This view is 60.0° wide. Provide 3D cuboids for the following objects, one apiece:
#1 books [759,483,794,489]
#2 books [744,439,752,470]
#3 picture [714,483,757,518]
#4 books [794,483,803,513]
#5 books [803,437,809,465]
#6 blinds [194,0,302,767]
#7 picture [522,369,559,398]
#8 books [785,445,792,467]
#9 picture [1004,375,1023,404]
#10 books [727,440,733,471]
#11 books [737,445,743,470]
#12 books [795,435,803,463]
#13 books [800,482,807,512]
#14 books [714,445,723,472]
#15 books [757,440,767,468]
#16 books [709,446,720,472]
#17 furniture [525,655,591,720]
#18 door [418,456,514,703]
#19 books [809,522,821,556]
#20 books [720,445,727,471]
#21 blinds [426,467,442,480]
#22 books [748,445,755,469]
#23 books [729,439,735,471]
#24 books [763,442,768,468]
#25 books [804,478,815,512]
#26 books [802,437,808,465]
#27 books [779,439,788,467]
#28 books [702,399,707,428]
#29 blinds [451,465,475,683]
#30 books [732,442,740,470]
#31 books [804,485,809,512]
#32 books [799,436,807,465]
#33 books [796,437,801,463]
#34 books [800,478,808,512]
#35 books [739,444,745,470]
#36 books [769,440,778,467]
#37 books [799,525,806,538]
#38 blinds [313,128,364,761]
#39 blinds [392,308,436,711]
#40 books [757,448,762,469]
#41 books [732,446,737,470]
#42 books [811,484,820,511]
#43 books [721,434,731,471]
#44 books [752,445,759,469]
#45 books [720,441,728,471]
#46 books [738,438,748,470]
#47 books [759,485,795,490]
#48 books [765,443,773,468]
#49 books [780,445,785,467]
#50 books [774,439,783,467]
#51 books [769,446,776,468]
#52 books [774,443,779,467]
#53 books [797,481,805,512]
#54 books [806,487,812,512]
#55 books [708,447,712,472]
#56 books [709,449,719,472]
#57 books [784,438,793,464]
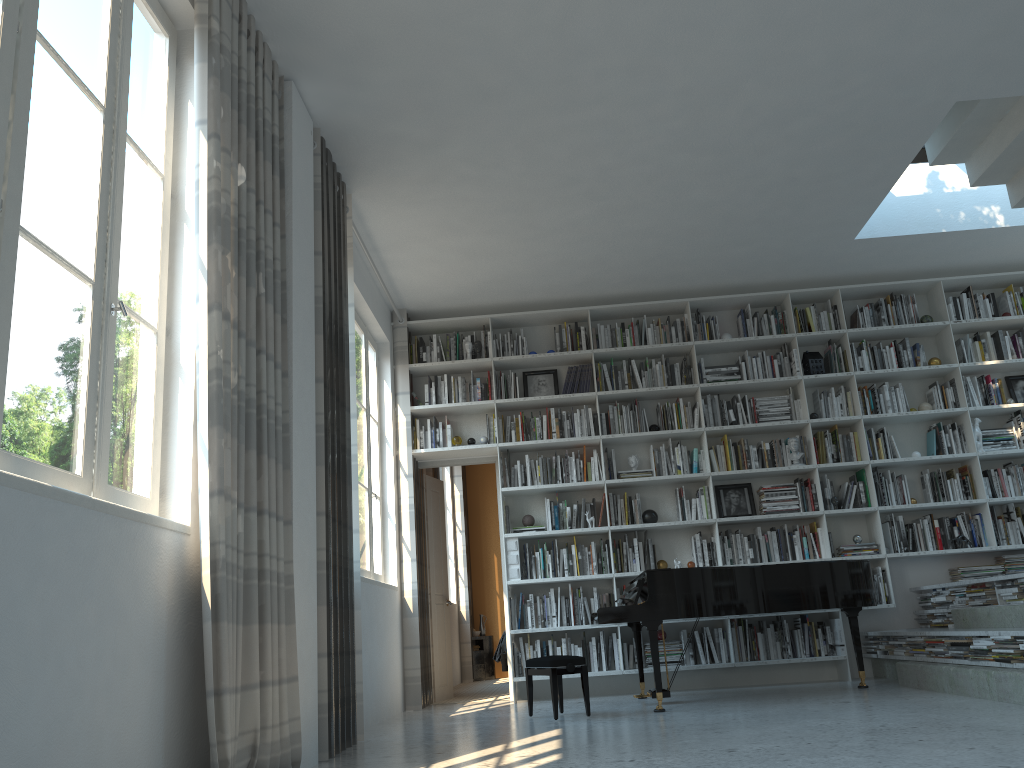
[{"bbox_3d":[2.147,0.833,7.214,0.254,0.012,0.161,-6,-16,6],"label":"books"},{"bbox_3d":[1.917,0.603,7.273,0.028,0.267,0.190,-4,-16,2],"label":"books"},{"bbox_3d":[1.828,0.965,7.253,0.300,0.299,0.078,-5,-15,2],"label":"picture"},{"bbox_3d":[2.310,0.936,7.175,0.012,0.253,0.161,-4,-16,2],"label":"books"},{"bbox_3d":[2.405,0.574,7.286,0.023,0.264,0.107,-4,-15,2],"label":"books"},{"bbox_3d":[-1.052,-0.129,3.500,0.183,3.251,1.029,-4,-15,1],"label":"blinds"},{"bbox_3d":[0.248,0.023,7.597,0.300,0.299,0.078,-5,-15,2],"label":"picture"},{"bbox_3d":[2.254,0.613,7.271,0.035,0.201,0.149,-4,-16,2],"label":"books"},{"bbox_3d":[4.287,0.064,7.359,0.300,0.299,0.078,-5,-15,2],"label":"picture"},{"bbox_3d":[1.773,0.612,7.268,0.015,0.266,0.189,-4,-16,2],"label":"books"},{"bbox_3d":[1.861,0.630,7.283,0.012,0.227,0.170,-4,-16,2],"label":"books"},{"bbox_3d":[2.353,0.571,7.287,0.025,0.278,0.108,-4,-15,2],"label":"books"},{"bbox_3d":[2.346,0.935,7.183,0.013,0.255,0.163,-4,-16,2],"label":"books"},{"bbox_3d":[1.702,0.637,7.305,0.026,0.247,0.139,-4,-15,2],"label":"books"},{"bbox_3d":[2.054,0.601,7.284,0.014,0.258,0.162,-4,-16,2],"label":"books"},{"bbox_3d":[1.668,0.640,7.296,0.042,0.241,0.162,-4,-16,2],"label":"books"},{"bbox_3d":[0.270,1.824,5.362,0.240,0.352,0.468,3,-17,-22],"label":"furniture"},{"bbox_3d":[-0.429,1.705,7.702,0.834,1.974,0.789,-5,-15,2],"label":"door"},{"bbox_3d":[2.425,1.261,7.091,0.011,0.299,0.149,-4,-15,2],"label":"books"},{"bbox_3d":[1.730,0.637,7.297,0.029,0.239,0.156,-4,-16,2],"label":"books"},{"bbox_3d":[-0.769,1.335,8.607,0.140,3.220,0.778,-4,-15,2],"label":"blinds"},{"bbox_3d":[1.956,0.628,7.278,0.024,0.216,0.176,-4,-16,2],"label":"books"},{"bbox_3d":[1.796,0.607,7.284,0.010,0.280,0.171,-4,-16,2],"label":"books"},{"bbox_3d":[2.066,0.611,7.276,0.010,0.233,0.175,-4,-16,2],"label":"books"},{"bbox_3d":[2.400,0.916,7.171,0.011,0.278,0.186,-4,-16,2],"label":"books"},{"bbox_3d":[2.387,0.576,7.279,0.014,0.260,0.137,-4,-15,2],"label":"books"},{"bbox_3d":[2.223,0.589,7.282,0.024,0.258,0.127,-4,-15,2],"label":"books"},{"bbox_3d":[1.589,0.277,7.394,0.026,0.266,0.171,-4,-16,2],"label":"books"},{"bbox_3d":[-0.618,2.096,11.299,0.140,3.220,0.778,-4,-15,2],"label":"blinds"},{"bbox_3d":[1.841,0.622,7.307,0.028,0.258,0.135,-4,-15,2],"label":"books"},{"bbox_3d":[2.370,0.946,7.184,0.013,0.232,0.134,-4,-16,2],"label":"books"},{"bbox_3d":[2.372,0.571,7.269,0.014,0.265,0.154,-4,-16,2],"label":"books"},{"bbox_3d":[2.328,0.579,7.275,0.025,0.259,0.131,-4,-15,2],"label":"books"},{"bbox_3d":[2.356,0.919,7.186,0.011,0.287,0.152,-4,-15,2],"label":"books"},{"bbox_3d":[1.880,0.627,7.291,0.025,0.235,0.137,-4,-16,2],"label":"books"},{"bbox_3d":[2.133,0.595,7.256,0.012,0.244,0.186,-4,-16,2],"label":"books"},{"bbox_3d":[2.336,1.278,7.101,0.010,0.283,0.132,-4,-15,2],"label":"books"},{"bbox_3d":[-0.984,0.253,4.779,0.140,3.220,0.778,-4,-15,2],"label":"blinds"},{"bbox_3d":[-0.833,1.014,7.471,0.140,3.220,0.778,-4,-15,2],"label":"blinds"},{"bbox_3d":[2.025,0.635,7.286,0.050,0.198,0.146,-4,-16,2],"label":"books"},{"bbox_3d":[1.816,0.637,7.298,0.024,0.228,0.148,-4,-16,2],"label":"books"},{"bbox_3d":[2.423,0.935,7.154,0.034,0.228,0.200,-4,-16,2],"label":"books"},{"bbox_3d":[1.757,0.589,7.276,0.014,0.316,0.188,-4,-16,2],"label":"books"},{"bbox_3d":[1.984,0.627,7.278,0.030,0.214,0.169,-4,-16,2],"label":"books"},{"bbox_3d":[1.749,0.618,7.314,0.010,0.283,0.137,-4,-15,2],"label":"books"},{"bbox_3d":[1.897,0.600,7.289,0.013,0.283,0.177,-4,-16,2],"label":"books"},{"bbox_3d":[2.148,0.846,7.212,0.254,0.012,0.161,-4,-16,-1],"label":"books"},{"bbox_3d":[2.085,0.611,7.264,0.029,0.223,0.186,-4,-16,2],"label":"books"},{"bbox_3d":[2.203,0.617,7.282,0.022,0.206,0.114,-4,-15,2],"label":"books"},{"bbox_3d":[2.177,0.590,7.274,0.025,0.258,0.151,-4,-16,2],"label":"books"},{"bbox_3d":[2.115,0.621,7.261,0.029,0.200,0.179,-4,-16,2],"label":"books"},{"bbox_3d":[2.154,0.610,7.289,0.025,0.229,0.143,-4,-16,2],"label":"books"},{"bbox_3d":[2.322,0.932,7.173,0.011,0.260,0.185,-4,-16,2],"label":"books"},{"bbox_3d":[2.387,0.952,7.180,0.021,0.216,0.132,-4,-16,2],"label":"books"},{"bbox_3d":[1.618,0.651,7.310,0.011,0.234,0.142,-4,-16,2],"label":"books"},{"bbox_3d":[1.650,0.654,7.281,0.053,0.208,0.156,-4,-16,2],"label":"books"},{"bbox_3d":[2.277,0.584,7.287,0.014,0.262,0.135,-4,-15,2],"label":"books"}]
